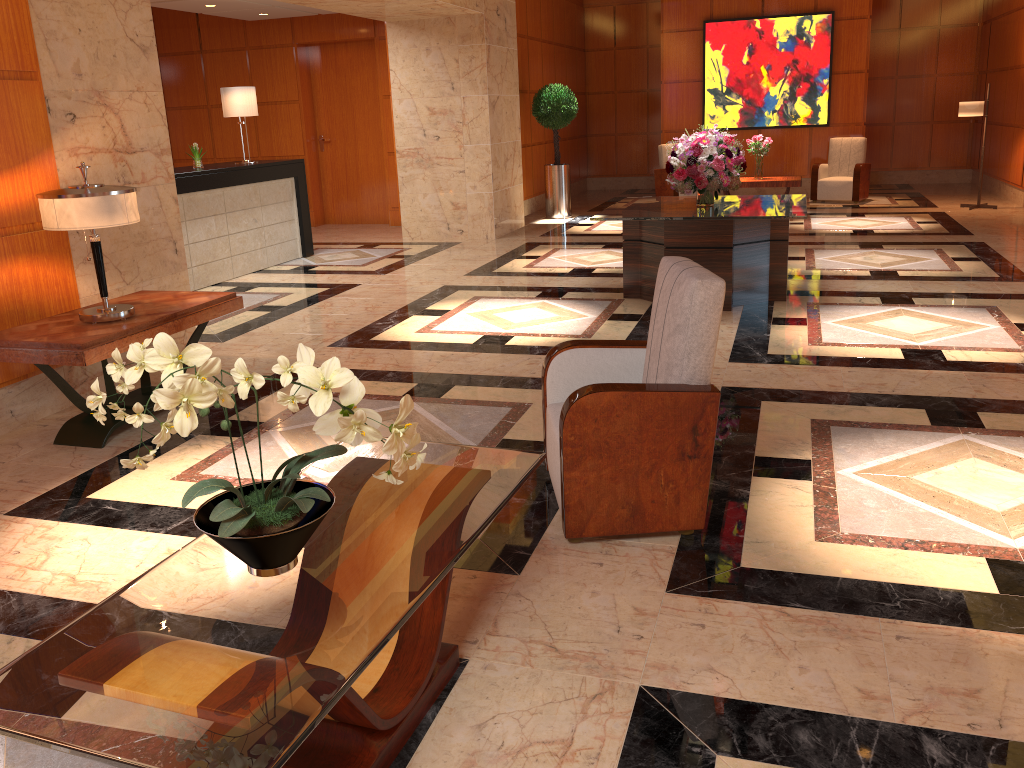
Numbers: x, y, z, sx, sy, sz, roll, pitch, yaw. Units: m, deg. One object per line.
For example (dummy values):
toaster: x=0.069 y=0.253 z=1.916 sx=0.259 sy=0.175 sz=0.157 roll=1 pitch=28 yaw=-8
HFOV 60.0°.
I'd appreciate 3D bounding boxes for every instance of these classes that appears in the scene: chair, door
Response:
chair: x=0.450 y=0.014 z=3.486 sx=0.628 sy=0.951 sz=0.745 roll=-3 pitch=16 yaw=-3
chair: x=5.090 y=-3.307 z=13.687 sx=0.740 sy=0.951 sz=0.633 roll=9 pitch=19 yaw=35
door: x=-2.443 y=-3.726 z=13.286 sx=1.286 sy=2.670 sz=0.344 roll=2 pitch=16 yaw=18
chair: x=2.768 y=-3.420 z=14.414 sx=0.739 sy=0.951 sz=0.633 roll=-9 pitch=17 yaw=-22

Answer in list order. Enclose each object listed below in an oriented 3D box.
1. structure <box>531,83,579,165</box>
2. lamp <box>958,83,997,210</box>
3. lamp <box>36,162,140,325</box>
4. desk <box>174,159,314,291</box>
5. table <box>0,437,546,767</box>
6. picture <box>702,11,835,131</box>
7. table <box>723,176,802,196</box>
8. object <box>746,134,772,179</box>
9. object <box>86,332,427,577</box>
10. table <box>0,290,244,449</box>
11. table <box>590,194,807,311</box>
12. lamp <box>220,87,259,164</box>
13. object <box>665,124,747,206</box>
structure: x=0.655 y=-3.613 z=13.224 sx=0.722 sy=1.695 sz=0.729 roll=-4 pitch=15 yaw=-4
lamp: x=6.330 y=-3.221 z=12.055 sx=0.526 sy=1.644 sz=0.363 roll=-1 pitch=15 yaw=8
lamp: x=-2.126 y=-0.723 z=4.526 sx=0.459 sy=0.802 sz=0.463 roll=5 pitch=17 yaw=26
desk: x=-3.308 y=-1.704 z=9.392 sx=0.942 sy=1.129 sz=2.955 roll=2 pitch=17 yaw=17
table: x=-0.484 y=0.660 z=2.337 sx=0.723 sy=0.491 sz=1.575 roll=3 pitch=18 yaw=20
picture: x=4.085 y=-4.993 z=14.243 sx=1.997 sy=1.719 sz=0.057 roll=3 pitch=16 yaw=18
table: x=3.374 y=-2.555 z=12.226 sx=1.168 sy=0.529 sz=0.732 roll=3 pitch=17 yaw=17
object: x=3.372 y=-3.104 z=12.105 sx=0.351 sy=0.590 sz=0.329 roll=9 pitch=19 yaw=37
object: x=-0.598 y=0.160 z=2.103 sx=0.788 sy=0.611 sz=0.421 roll=-4 pitch=16 yaw=-4
table: x=-2.120 y=-0.090 z=4.851 sx=0.726 sy=0.600 sz=1.283 roll=3 pitch=17 yaw=18
table: x=1.618 y=-1.126 z=7.442 sx=1.601 sy=0.737 sz=1.616 roll=3 pitch=17 yaw=17
lamp: x=-3.022 y=-2.894 z=9.924 sx=0.374 sy=0.812 sz=0.375 roll=11 pitch=21 yaw=41
object: x=1.582 y=-1.792 z=7.245 sx=0.650 sy=0.652 sz=0.687 roll=0 pitch=16 yaw=9
